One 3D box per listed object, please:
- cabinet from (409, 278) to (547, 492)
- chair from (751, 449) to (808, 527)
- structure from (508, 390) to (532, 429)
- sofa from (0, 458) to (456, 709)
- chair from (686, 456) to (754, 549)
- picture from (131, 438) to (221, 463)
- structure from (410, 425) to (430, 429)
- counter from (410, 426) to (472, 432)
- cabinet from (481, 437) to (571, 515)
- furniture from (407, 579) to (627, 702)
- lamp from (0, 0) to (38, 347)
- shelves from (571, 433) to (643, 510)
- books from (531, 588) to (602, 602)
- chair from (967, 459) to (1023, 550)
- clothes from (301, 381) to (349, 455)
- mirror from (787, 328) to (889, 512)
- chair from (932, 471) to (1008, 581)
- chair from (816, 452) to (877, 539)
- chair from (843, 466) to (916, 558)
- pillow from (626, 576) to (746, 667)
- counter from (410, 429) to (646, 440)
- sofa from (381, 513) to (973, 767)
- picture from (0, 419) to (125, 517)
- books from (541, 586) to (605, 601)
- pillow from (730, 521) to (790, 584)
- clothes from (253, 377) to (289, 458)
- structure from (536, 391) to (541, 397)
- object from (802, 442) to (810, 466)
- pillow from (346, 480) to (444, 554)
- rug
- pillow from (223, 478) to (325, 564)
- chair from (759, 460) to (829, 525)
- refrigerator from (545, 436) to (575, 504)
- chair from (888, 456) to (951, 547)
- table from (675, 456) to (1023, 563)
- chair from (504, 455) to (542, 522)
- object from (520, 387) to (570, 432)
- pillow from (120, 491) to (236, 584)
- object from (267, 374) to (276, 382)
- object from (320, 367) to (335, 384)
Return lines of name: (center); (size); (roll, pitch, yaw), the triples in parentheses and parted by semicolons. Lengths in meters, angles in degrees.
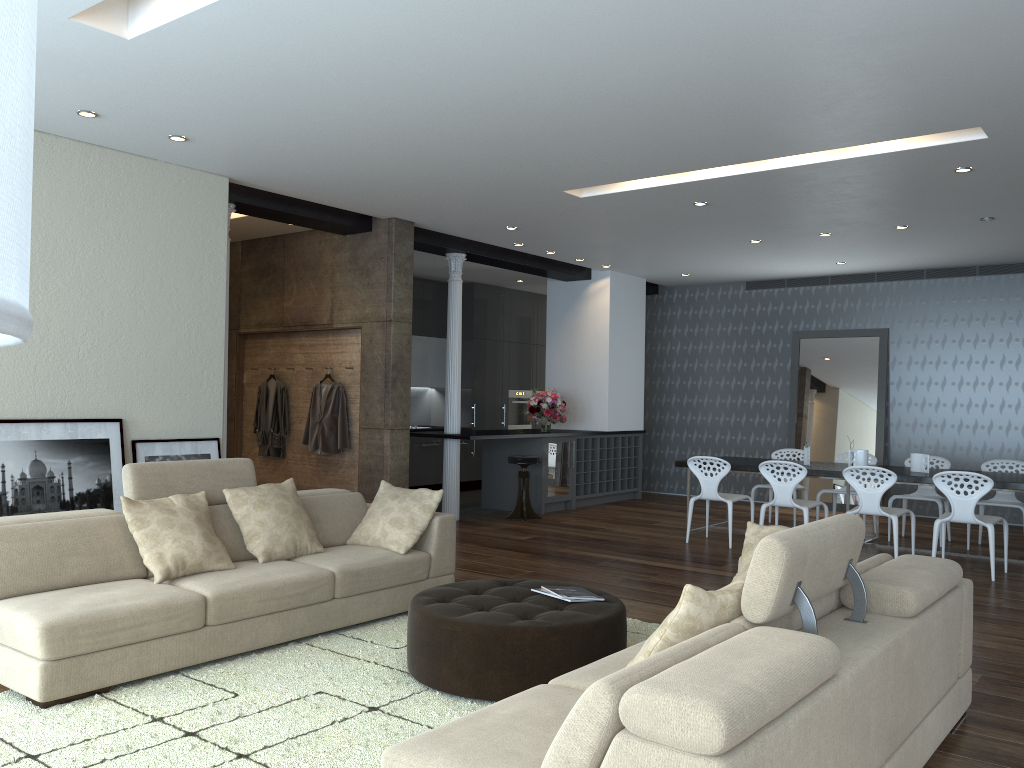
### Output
cabinet: (-0.799, 0.035, 12.988); (0.827, 2.980, 7.409); (0, -1, 38)
chair: (2.946, 1.130, 9.637); (0.495, 0.835, 0.581); (0, -1, 38)
structure: (-0.079, 0.392, 13.744); (0.591, 0.596, 0.595); (0, -1, 38)
sofa: (-1.521, 0.909, 4.926); (1.021, 0.950, 2.581); (0, -1, 38)
chair: (1.946, 1.089, 8.383); (0.495, 0.835, 0.581); (0, -1, 38)
picture: (-2.393, 0.897, 6.439); (0.195, 0.988, 0.700); (0, -1, 38)
structure: (-1.578, 0.594, 11.926); (0.520, 0.066, 0.900); (0, -1, 38)
counter: (-1.982, 0.688, 11.472); (0.807, 0.223, 3.597); (0, -1, 38)
cabinet: (0.188, 1.065, 10.772); (0.900, 0.897, 0.642); (0, -1, 38)
furniture: (0.024, 1.207, 4.297); (1.057, 0.355, 1.057); (0, -1, 39)
lamp: (-0.632, 0.457, 0.408); (0.698, 1.728, 0.698); (2, -1, -29)
shelves: (0.902, 1.094, 11.699); (0.900, 0.897, 1.700); (0, -1, 38)
books: (0.270, 1.034, 4.355); (0.219, 0.031, 0.300); (2, -1, -37)
chair: (4.616, 1.140, 8.352); (0.495, 0.835, 0.581); (0, -1, 38)
clothes: (-1.856, 0.331, 8.815); (0.700, 0.735, 0.173); (0, -1, 36)
mirror: (4.098, 0.451, 11.233); (1.200, 2.294, 0.240); (0, -1, 38)
chair: (3.641, 1.099, 7.086); (0.495, 0.835, 0.581); (0, -1, 38)
chair: (3.503, 1.133, 9.209); (0.495, 0.835, 0.581); (0, -1, 38)
chair: (3.078, 1.096, 7.495); (0.495, 0.835, 0.581); (0, -1, 38)
pillow: (0.591, 0.795, 2.836); (0.368, 0.416, 0.519); (0, -1, 42)
counter: (0.301, 0.601, 10.915); (1.000, 0.040, 3.700); (0, -1, 38)
sofa: (0.814, 0.923, 3.128); (1.021, 0.950, 2.581); (0, -1, 38)
picture: (-3.004, 0.797, 5.623); (0.225, 1.140, 1.183); (0, -1, 38)
books: (0.295, 1.028, 4.363); (0.220, 0.040, 0.301); (1, -1, -17)
pillow: (1.257, 0.840, 4.071); (0.518, 0.393, 0.395); (0, -1, 41)
clothes: (-2.563, 0.353, 9.370); (0.569, 0.855, 0.141); (0, -1, 38)
structure: (0.353, 0.339, 14.296); (0.528, 0.452, 0.595); (0, -1, 38)
object: (2.892, 0.681, 8.722); (0.076, 0.233, 0.161); (1, -1, 19)
pillow: (-0.723, 0.828, 5.595); (0.518, 0.393, 0.395); (0, -1, 34)
rug: (-0.499, 1.371, 3.581); (2.972, 0.020, 4.231); (0, -1, 38)
pillow: (-1.375, 0.786, 5.138); (0.301, 0.439, 0.534); (0, -1, 34)
chair: (2.499, 1.092, 7.951); (0.495, 0.835, 0.581); (0, -1, 38)
refrigerator: (0.549, 1.008, 10.532); (0.075, 0.774, 0.578); (0, -1, 41)
chair: (4.059, 1.136, 8.781); (0.495, 0.835, 0.581); (0, -1, 38)
table: (3.360, 1.169, 8.429); (3.400, 0.733, 1.200); (0, -1, 38)
chair: (2.254, 1.271, 7.216); (21.556, 0.952, 16.134); (0, -1, 38)
object: (0.423, 0.309, 10.908); (0.570, 0.552, 0.544); (0, -1, 44)
pillow: (-1.746, 0.781, 4.635); (0.368, 0.416, 0.519); (0, -1, 33)
object: (-2.539, -0.060, 9.386); (0.430, 0.219, 0.010); (0, -1, 38)
object: (-1.831, -0.056, 8.827); (0.430, 0.219, 0.010); (0, -1, 38)
